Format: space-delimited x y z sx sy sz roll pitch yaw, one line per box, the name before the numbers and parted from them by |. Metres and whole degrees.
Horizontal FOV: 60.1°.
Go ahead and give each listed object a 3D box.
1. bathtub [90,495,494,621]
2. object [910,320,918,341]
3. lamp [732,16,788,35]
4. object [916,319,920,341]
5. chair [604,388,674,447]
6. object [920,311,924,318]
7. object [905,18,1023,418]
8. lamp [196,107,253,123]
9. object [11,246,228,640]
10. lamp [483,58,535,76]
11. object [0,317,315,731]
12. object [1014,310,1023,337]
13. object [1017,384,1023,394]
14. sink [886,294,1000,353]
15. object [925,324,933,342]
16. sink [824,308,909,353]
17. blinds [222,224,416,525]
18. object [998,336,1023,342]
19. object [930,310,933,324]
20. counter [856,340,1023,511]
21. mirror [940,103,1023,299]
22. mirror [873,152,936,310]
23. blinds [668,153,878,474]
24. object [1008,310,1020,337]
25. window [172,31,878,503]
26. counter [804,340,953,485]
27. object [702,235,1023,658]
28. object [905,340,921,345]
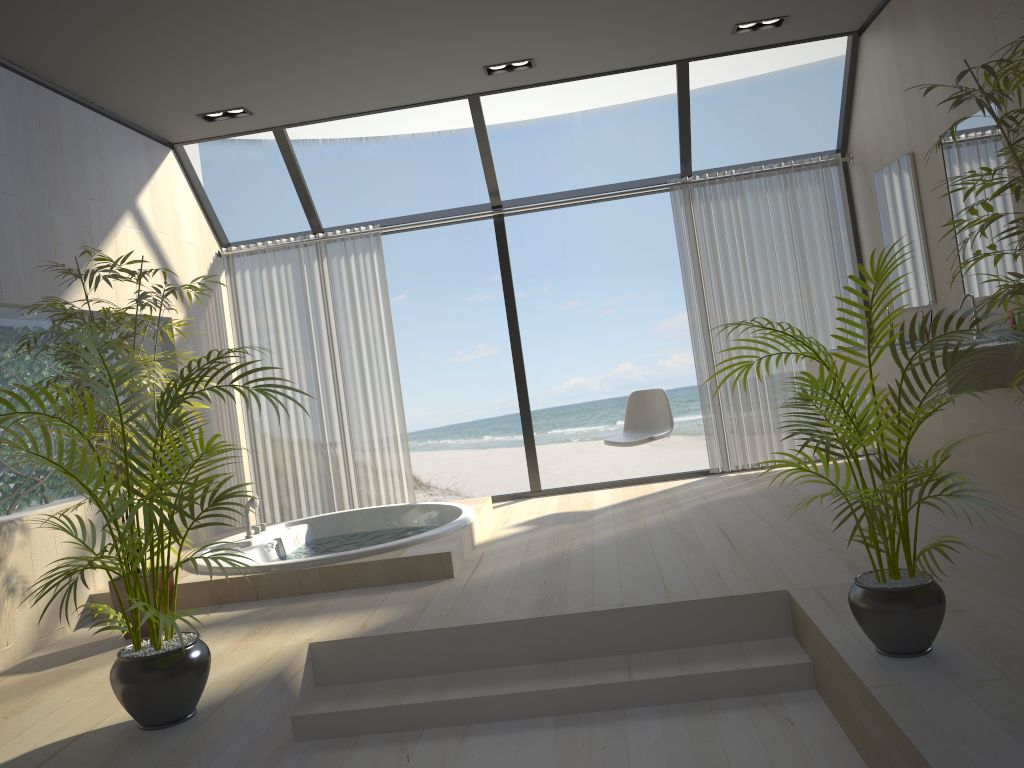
bathtub | -1.103 0.960 5.105 1.819 0.700 1.647 -8 1 5
object | 2.273 -0.294 5.020 0.039 0.135 0.039 -6 -2 -36
lamp | 1.457 -2.171 5.236 0.300 0.112 0.164 -8 0 5
object | 2.347 -0.306 5.106 0.039 0.135 0.039 -6 -2 -36
chair | 0.840 0.227 5.856 0.367 0.348 0.455 -8 0 34
object | 2.287 -0.319 4.907 0.012 0.178 0.050 -10 -3 45
object | 1.701 -0.195 2.560 0.783 1.760 0.937 -9 -2 30
lamp | -1.797 -1.730 5.526 0.300 0.112 0.164 -8 0 5
object | -1.802 0.255 4.002 0.783 1.760 0.937 -9 -2 30
lamp | -0.024 -1.970 5.368 0.300 0.112 0.164 -8 0 5
object | -1.132 0.388 2.853 1.066 1.348 0.871 -8 -1 -6
object | 2.235 -0.265 3.906 0.039 0.135 0.038 -6 -3 -43
object | 2.190 0.232 3.441 0.407 0.750 0.273 -8 -2 -7
sink | 2.036 -0.198 4.172 0.503 0.420 0.574 -8 0 9
object | 2.314 -0.280 4.926 0.058 0.100 0.058 -8 -1 12
sink | 2.148 -0.239 5.373 0.503 0.420 0.574 -8 0 9
blinds | -1.393 -0.051 6.421 1.182 2.075 0.084 -8 -2 5
object | 2.118 -0.196 3.754 0.033 0.029 0.104 -8 0 -44
object | 2.321 -0.323 4.920 0.053 0.175 0.012 -9 -2 30
counter | 2.143 0.206 4.186 0.550 0.792 1.205 -8 0 5
mirror | 2.278 -0.860 4.286 0.023 0.870 0.653 -8 -1 6
mirror | 2.347 -0.891 5.320 0.023 0.870 0.653 -8 -1 6
blinds | 1.818 -0.486 6.135 1.182 2.075 0.084 -8 -2 5
object | 2.161 -0.253 3.819 0.039 0.135 0.038 -6 -3 -43
window | 0.157 -0.603 6.098 4.556 2.820 0.744 -8 -2 5
counter | 2.254 0.165 5.386 0.550 0.792 1.205 -8 0 5
object | 0.998 0.191 2.573 0.912 1.159 0.753 -9 -1 39
object | 2.230 -0.237 4.955 0.033 0.029 0.104 -8 0 -44
